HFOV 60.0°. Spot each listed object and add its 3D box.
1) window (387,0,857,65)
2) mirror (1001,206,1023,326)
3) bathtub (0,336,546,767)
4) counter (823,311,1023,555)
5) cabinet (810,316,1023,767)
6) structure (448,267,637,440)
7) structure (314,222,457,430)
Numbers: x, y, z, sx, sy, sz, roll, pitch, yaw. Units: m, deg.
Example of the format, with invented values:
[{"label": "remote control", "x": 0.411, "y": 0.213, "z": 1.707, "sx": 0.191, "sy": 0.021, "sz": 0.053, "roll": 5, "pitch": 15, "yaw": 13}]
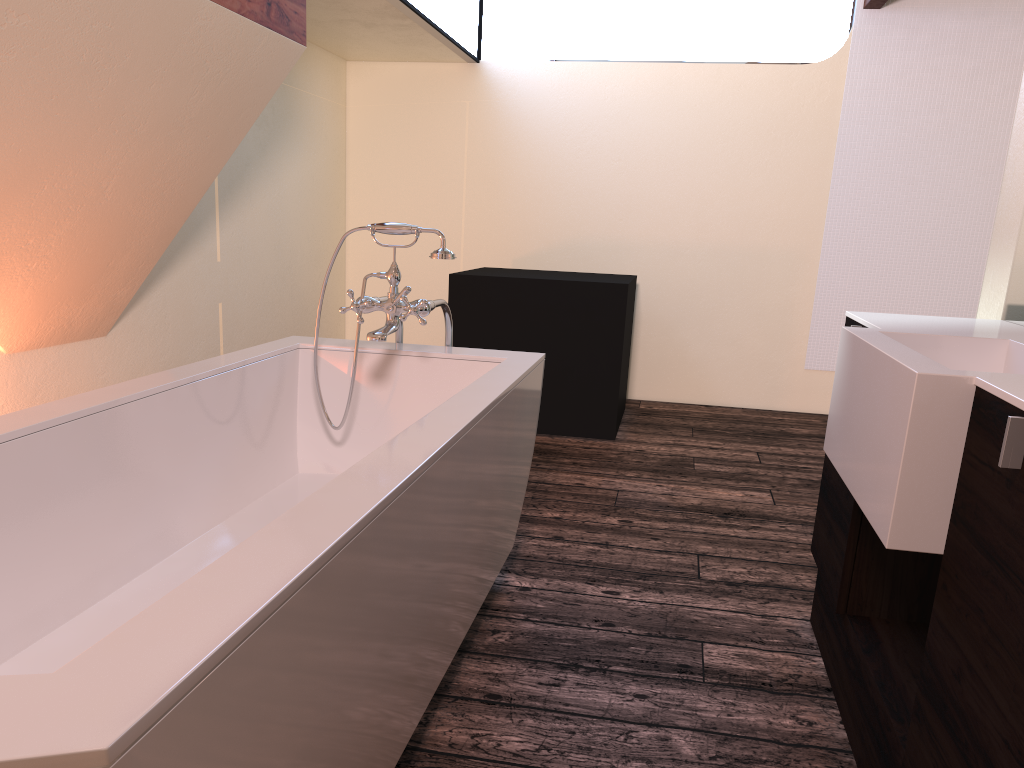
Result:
[{"label": "window", "x": 0.484, "y": -1.986, "z": 3.238, "sx": 2.106, "sy": 0.682, "sz": 3.490, "roll": 5, "pitch": 12, "yaw": 10}, {"label": "mirror", "x": 0.948, "y": -0.772, "z": 0.408, "sx": 0.011, "sy": 1.860, "sz": 3.208, "roll": 5, "pitch": 12, "yaw": 10}, {"label": "bathtub", "x": -0.514, "y": 0.411, "z": 1.719, "sx": 0.798, "sy": 0.700, "sz": 2.198, "roll": 5, "pitch": 12, "yaw": 10}, {"label": "counter", "x": 0.798, "y": 0.126, "z": 1.342, "sx": 0.442, "sy": 0.299, "sz": 1.841, "roll": 5, "pitch": 12, "yaw": 10}, {"label": "cabinet", "x": 0.810, "y": 0.448, "z": 1.414, "sx": 0.385, "sy": 0.931, "sz": 1.841, "roll": 5, "pitch": 12, "yaw": 10}, {"label": "structure", "x": 0.174, "y": -0.211, "z": 4.716, "sx": 0.869, "sy": 0.868, "sz": 0.794, "roll": 5, "pitch": 13, "yaw": 10}, {"label": "structure", "x": -0.303, "y": 0.054, "z": 2.583, "sx": 0.383, "sy": 1.130, "sz": 0.550, "roll": 9, "pitch": 14, "yaw": 24}]
